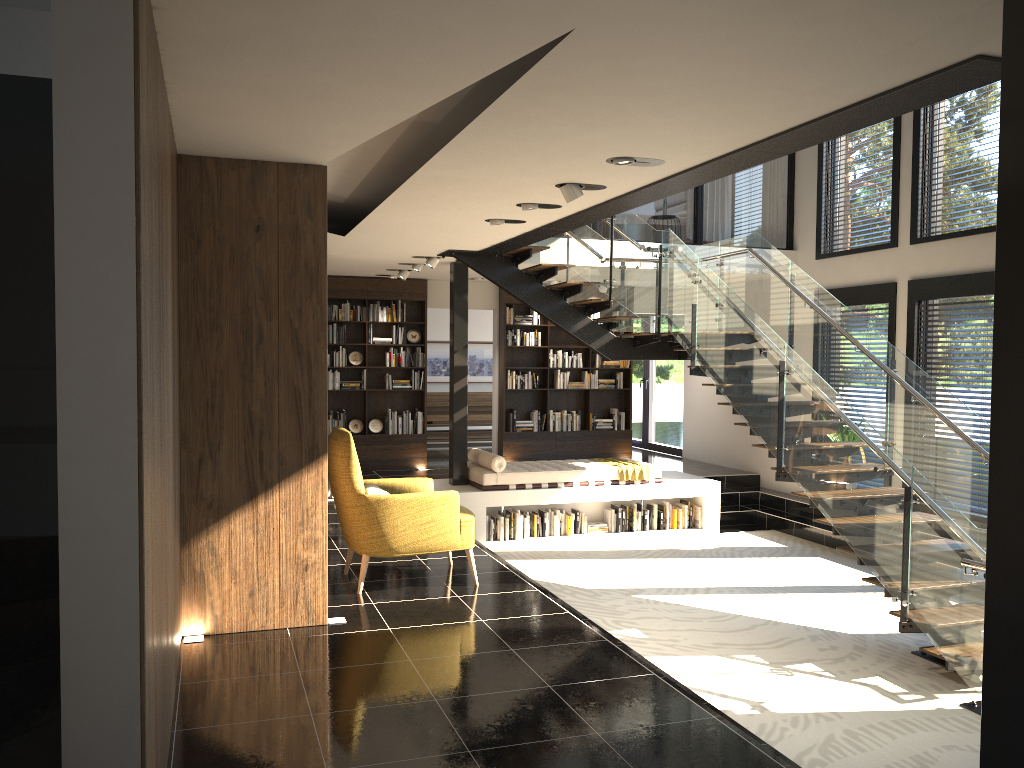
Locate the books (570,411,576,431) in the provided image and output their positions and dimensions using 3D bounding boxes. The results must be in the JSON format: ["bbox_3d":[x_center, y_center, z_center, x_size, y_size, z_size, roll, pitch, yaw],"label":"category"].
[{"bbox_3d":[0.914,0.556,13.375,0.025,0.294,0.177,0,2,-19],"label":"books"}]

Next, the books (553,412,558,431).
[{"bbox_3d":[0.647,0.566,13.273,0.030,0.276,0.160,0,2,-19],"label":"books"}]

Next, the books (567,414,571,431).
[{"bbox_3d":[0.833,0.576,13.347,0.034,0.255,0.194,0,2,-19],"label":"books"}]

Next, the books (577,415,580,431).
[{"bbox_3d":[0.986,0.589,13.408,0.026,0.227,0.129,0,2,-19],"label":"books"}]

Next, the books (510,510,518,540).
[{"bbox_3d":[0.025,1.613,10.135,0.028,0.310,0.211,0,2,-19],"label":"books"}]

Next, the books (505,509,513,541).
[{"bbox_3d":[-0.031,1.607,10.118,0.030,0.322,0.202,0,2,-19],"label":"books"}]

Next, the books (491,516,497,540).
[{"bbox_3d":[-0.203,1.639,10.106,0.030,0.256,0.145,0,2,-19],"label":"books"}]

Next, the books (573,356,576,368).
[{"bbox_3d":[0.914,-0.336,13.344,0.027,0.179,0.164,0,2,-19],"label":"books"}]

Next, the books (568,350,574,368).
[{"bbox_3d":[0.884,-0.379,13.338,0.032,0.265,0.149,0,2,-19],"label":"books"}]

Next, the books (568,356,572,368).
[{"bbox_3d":[0.843,-0.332,13.336,0.047,0.171,0.167,0,2,-19],"label":"books"}]

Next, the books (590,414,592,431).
[{"bbox_3d":[1.170,0.570,13.474,0.024,0.264,0.174,0,2,-19],"label":"books"}]

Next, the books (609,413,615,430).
[{"bbox_3d":[1.532,0.579,13.579,0.026,0.247,0.149,0,2,-19],"label":"books"}]

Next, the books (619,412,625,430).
[{"bbox_3d":[1.675,0.565,13.622,0.025,0.274,0.204,0,2,-19],"label":"books"}]

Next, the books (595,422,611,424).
[{"bbox_3d":[1.371,0.584,13.546,0.251,0.026,0.148,0,2,-23],"label":"books"}]

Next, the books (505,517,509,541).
[{"bbox_3d":[-0.082,1.641,10.098,0.027,0.254,0.204,0,2,-19],"label":"books"}]

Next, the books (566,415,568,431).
[{"bbox_3d":[0.808,0.581,13.331,0.023,0.246,0.148,0,2,-19],"label":"books"}]

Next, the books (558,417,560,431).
[{"bbox_3d":[0.669,0.596,13.294,0.025,0.215,0.170,0,2,-19],"label":"books"}]

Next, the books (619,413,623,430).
[{"bbox_3d":[1.651,0.575,13.621,0.023,0.254,0.191,0,2,-19],"label":"books"}]

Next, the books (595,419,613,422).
[{"bbox_3d":[1.376,0.556,13.531,0.288,0.030,0.175,0,2,-14],"label":"books"}]

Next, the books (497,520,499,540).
[{"bbox_3d":[-0.177,1.655,10.108,0.020,0.225,0.156,0,2,-19],"label":"books"}]

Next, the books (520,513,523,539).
[{"bbox_3d":[0.090,1.626,10.179,0.025,0.283,0.149,0,2,-19],"label":"books"}]

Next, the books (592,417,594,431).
[{"bbox_3d":[1.198,0.603,13.470,0.025,0.199,0.149,0,2,-19],"label":"books"}]

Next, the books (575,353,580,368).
[{"bbox_3d":[0.983,-0.357,13.384,0.024,0.220,0.148,0,2,-19],"label":"books"}]

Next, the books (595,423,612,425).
[{"bbox_3d":[1.375,0.609,13.537,0.263,0.024,0.167,0,2,-24],"label":"books"}]

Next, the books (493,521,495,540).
[{"bbox_3d":[-0.230,1.662,10.094,0.029,0.211,0.130,0,2,-19],"label":"books"}]

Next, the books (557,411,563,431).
[{"bbox_3d":[0.723,0.554,13.320,0.032,0.298,0.169,0,2,-19],"label":"books"}]

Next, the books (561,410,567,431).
[{"bbox_3d":[0.778,0.550,13.333,0.032,0.306,0.155,0,2,-19],"label":"books"}]

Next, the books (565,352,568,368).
[{"bbox_3d":[0.795,-0.361,13.294,0.028,0.231,0.167,0,2,-19],"label":"books"}]

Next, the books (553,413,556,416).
[{"bbox_3d":[0.613,0.566,13.289,0.025,0.275,0.150,0,2,-19],"label":"books"}]

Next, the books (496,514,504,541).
[{"bbox_3d":[-0.142,1.632,10.087,0.035,0.273,0.200,0,2,-19],"label":"books"}]

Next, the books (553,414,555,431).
[{"bbox_3d":[0.593,0.573,13.263,0.030,0.262,0.173,0,2,-19],"label":"books"}]

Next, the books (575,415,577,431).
[{"bbox_3d":[0.943,0.579,13.373,0.028,0.250,0.161,0,2,-19],"label":"books"}]

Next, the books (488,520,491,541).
[{"bbox_3d":[-0.271,1.654,10.047,0.024,0.229,0.171,0,2,-19],"label":"books"}]

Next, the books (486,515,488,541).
[{"bbox_3d":[-0.299,1.625,10.052,0.024,0.286,0.130,0,2,-19],"label":"books"}]

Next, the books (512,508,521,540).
[{"bbox_3d":[0.054,1.598,10.166,0.051,0.338,0.187,0,2,-19],"label":"books"}]

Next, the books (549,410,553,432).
[{"bbox_3d":[0.565,0.548,13.242,0.035,0.312,0.160,0,2,-19],"label":"books"}]

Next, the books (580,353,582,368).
[{"bbox_3d":[1.016,-0.357,13.398,0.046,0.219,0.145,0,2,-19],"label":"books"}]

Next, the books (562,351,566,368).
[{"bbox_3d":[0.764,-0.368,13.295,0.030,0.244,0.142,0,2,-19],"label":"books"}]

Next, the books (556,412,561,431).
[{"bbox_3d":[0.693,0.563,13.311,0.031,0.281,0.141,0,2,-19],"label":"books"}]

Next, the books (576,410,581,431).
[{"bbox_3d":[1.006,0.549,13.424,0.022,0.307,0.131,0,2,-19],"label":"books"}]

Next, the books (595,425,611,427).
[{"bbox_3d":[1.370,0.633,13.550,0.250,0.026,0.148,0,2,-22],"label":"books"}]

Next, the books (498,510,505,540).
[{"bbox_3d":[-0.120,1.610,10.122,0.029,0.314,0.163,0,2,-19],"label":"books"}]

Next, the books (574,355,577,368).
[{"bbox_3d":[0.935,-0.340,13.361,0.024,0.187,0.148,0,2,-19],"label":"books"}]

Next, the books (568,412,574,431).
[{"bbox_3d":[0.891,0.563,13.361,0.028,0.280,0.154,0,2,-19],"label":"books"}]

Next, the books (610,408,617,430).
[{"bbox_3d":[1.558,0.539,13.588,0.030,0.326,0.194,0,2,-19],"label":"books"}]

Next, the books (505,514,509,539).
[{"bbox_3d":[-0.067,1.628,10.137,0.028,0.279,0.120,0,2,-19],"label":"books"}]

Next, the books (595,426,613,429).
[{"bbox_3d":[1.374,0.661,13.541,0.286,0.031,0.176,0,2,-20],"label":"books"}]

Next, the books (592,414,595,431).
[{"bbox_3d":[1.225,0.584,13.470,0.026,0.238,0.159,0,2,-19],"label":"books"}]

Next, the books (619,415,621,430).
[{"bbox_3d":[1.627,0.585,13.622,0.022,0.234,0.178,0,2,-19],"label":"books"}]

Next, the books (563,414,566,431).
[{"bbox_3d":[0.757,0.576,13.307,0.025,0.255,0.202,0,2,-19],"label":"books"}]

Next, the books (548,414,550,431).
[{"bbox_3d":[0.526,0.572,13.266,0.026,0.263,0.156,0,2,-19],"label":"books"}]

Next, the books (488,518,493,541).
[{"bbox_3d":[-0.248,1.648,10.058,0.027,0.241,0.149,0,2,-19],"label":"books"}]
